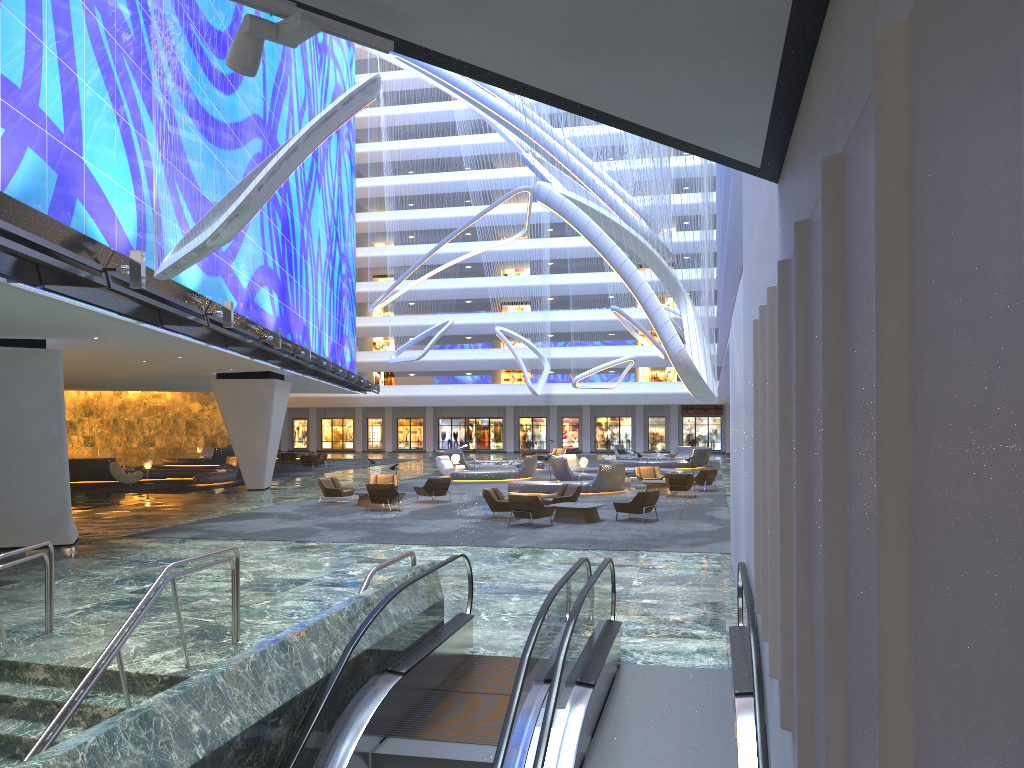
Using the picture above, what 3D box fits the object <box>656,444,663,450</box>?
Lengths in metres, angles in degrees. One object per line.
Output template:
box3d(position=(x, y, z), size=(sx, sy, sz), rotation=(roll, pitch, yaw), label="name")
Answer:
box3d(position=(8.844, 3.758, 53.073), size=(0.367, 0.387, 0.318), rotation=(0, -1, -5), label="object")

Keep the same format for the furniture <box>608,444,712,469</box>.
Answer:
box3d(position=(7.999, 3.842, 47.902), size=(5.185, 0.969, 9.933), rotation=(-1, -2, 9), label="furniture")

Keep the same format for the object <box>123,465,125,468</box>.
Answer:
box3d(position=(-17.179, 3.670, 39.235), size=(0.071, 0.118, 0.151), rotation=(0, -2, -42), label="object")

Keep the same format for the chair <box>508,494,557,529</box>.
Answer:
box3d(position=(0.429, 2.951, 20.764), size=(0.929, 0.766, 0.939), rotation=(-1, -2, 40), label="chair")

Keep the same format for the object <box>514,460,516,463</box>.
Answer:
box3d(position=(0.163, 3.723, 42.626), size=(0.071, 0.118, 0.151), rotation=(-1, -2, 23), label="object")

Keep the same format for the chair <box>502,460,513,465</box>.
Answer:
box3d(position=(-0.728, 3.954, 42.927), size=(1.784, 0.501, 0.586), rotation=(1, -2, -23), label="chair")

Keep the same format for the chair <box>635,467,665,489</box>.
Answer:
box3d(position=(4.894, 3.356, 31.651), size=(0.929, 0.766, 0.939), rotation=(0, -1, -4), label="chair")

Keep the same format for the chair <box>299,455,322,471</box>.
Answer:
box3d(position=(-10.046, 3.907, 44.031), size=(0.929, 0.766, 0.939), rotation=(-1, -1, 11), label="chair")

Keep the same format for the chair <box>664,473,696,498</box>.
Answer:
box3d(position=(5.365, 3.224, 28.333), size=(0.929, 0.766, 0.939), rotation=(-1, -2, 19), label="chair")

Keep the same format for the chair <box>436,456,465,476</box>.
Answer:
box3d(position=(-2.712, 3.628, 39.229), size=(1.157, 0.882, 0.729), rotation=(-1, -1, 32), label="chair")

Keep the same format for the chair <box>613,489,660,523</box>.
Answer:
box3d(position=(3.076, 2.978, 21.750), size=(0.939, 0.766, 0.929), rotation=(-1, -2, 37), label="chair")

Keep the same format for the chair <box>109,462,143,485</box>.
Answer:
box3d(position=(-15.316, 3.528, 35.195), size=(1.157, 0.882, 0.729), rotation=(1, -1, -33), label="chair")

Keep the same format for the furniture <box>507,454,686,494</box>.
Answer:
box3d(position=(2.934, 3.309, 33.630), size=(5.186, 0.969, 9.931), rotation=(-1, -3, 30), label="furniture")

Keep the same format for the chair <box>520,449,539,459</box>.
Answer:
box3d(position=(0.979, 4.146, 51.456), size=(0.929, 0.766, 0.939), rotation=(1, -2, -34), label="chair")

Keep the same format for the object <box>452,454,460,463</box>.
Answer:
box3d(position=(-2.432, 3.227, 38.365), size=(0.367, 0.387, 0.318), rotation=(0, -1, -5), label="object")

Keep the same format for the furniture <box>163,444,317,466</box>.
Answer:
box3d(position=(-16.253, 4.147, 52.887), size=(5.186, 0.969, 9.931), rotation=(-1, -3, 30), label="furniture")

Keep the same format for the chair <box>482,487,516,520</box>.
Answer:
box3d(position=(-0.220, 3.016, 22.354), size=(0.939, 0.766, 0.930), rotation=(-1, -1, 15), label="chair")

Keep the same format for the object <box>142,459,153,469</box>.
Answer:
box3d(position=(-14.413, 3.153, 35.086), size=(0.318, 0.387, 0.367), rotation=(-1, -1, 20), label="object")

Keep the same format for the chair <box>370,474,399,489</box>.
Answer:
box3d(position=(-4.015, 3.250, 27.895), size=(0.929, 0.766, 0.939), rotation=(0, -1, -4), label="chair")

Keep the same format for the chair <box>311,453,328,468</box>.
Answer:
box3d(position=(-10.113, 3.984, 45.994), size=(0.939, 0.766, 0.930), rotation=(1, -2, -39), label="chair")

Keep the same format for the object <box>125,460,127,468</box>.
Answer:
box3d(position=(-17.176, 3.557, 39.389), size=(0.076, 0.355, 0.066), rotation=(0, 0, 5), label="object")

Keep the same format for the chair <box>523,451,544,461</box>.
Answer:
box3d(position=(1.163, 4.036, 48.638), size=(0.939, 0.766, 0.930), rotation=(1, -2, -36), label="chair")

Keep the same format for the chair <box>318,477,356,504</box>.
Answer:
box3d(position=(-5.318, 3.212, 26.774), size=(0.939, 0.766, 0.930), rotation=(-1, -2, 21), label="chair")

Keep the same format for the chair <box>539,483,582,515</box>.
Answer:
box3d(position=(1.317, 3.057, 23.577), size=(0.939, 0.766, 0.930), rotation=(0, -2, -26), label="chair")

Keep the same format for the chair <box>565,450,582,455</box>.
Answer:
box3d(position=(3.419, 4.071, 49.798), size=(0.929, 0.766, 0.939), rotation=(0, -1, -9), label="chair")

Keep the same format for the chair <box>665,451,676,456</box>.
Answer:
box3d(position=(9.074, 4.006, 48.811), size=(0.929, 0.766, 0.939), rotation=(1, -2, -44), label="chair")

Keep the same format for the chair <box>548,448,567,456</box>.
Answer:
box3d(position=(2.689, 4.145, 51.622), size=(0.929, 0.766, 0.939), rotation=(-1, -2, 31), label="chair")

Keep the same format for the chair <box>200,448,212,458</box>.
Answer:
box3d(position=(-18.032, 4.213, 52.419), size=(0.729, 0.882, 1.157), rotation=(0, -2, -33), label="chair")

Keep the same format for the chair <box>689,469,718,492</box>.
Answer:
box3d(position=(6.541, 3.307, 30.581), size=(0.929, 0.766, 0.939), rotation=(1, -2, -44), label="chair")

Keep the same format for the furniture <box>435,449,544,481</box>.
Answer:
box3d(position=(-1.277, 3.591, 40.401), size=(5.185, 0.969, 9.933), rotation=(0, -2, 5), label="furniture")

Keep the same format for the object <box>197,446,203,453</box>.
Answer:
box3d(position=(-18.145, 3.811, 51.517), size=(0.367, 0.387, 0.318), rotation=(-1, -1, 20), label="object")

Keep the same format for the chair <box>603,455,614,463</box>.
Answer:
box3d(position=(5.269, 4.139, 48.370), size=(0.491, 0.501, 0.587), rotation=(1, -2, -43), label="chair")

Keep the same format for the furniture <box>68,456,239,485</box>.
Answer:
box3d(position=(-15.784, 3.524, 36.975), size=(9.928, 0.969, 5.188), rotation=(-2, -3, 30), label="furniture")

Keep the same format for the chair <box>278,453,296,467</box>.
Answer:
box3d(position=(-11.778, 4.008, 46.419), size=(0.929, 0.766, 0.939), rotation=(0, -1, -14), label="chair")

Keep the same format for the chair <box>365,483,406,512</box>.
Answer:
box3d(position=(-3.545, 3.118, 24.576), size=(0.929, 0.766, 0.939), rotation=(-1, -2, 19), label="chair")

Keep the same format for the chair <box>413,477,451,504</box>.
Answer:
box3d(position=(-2.368, 3.201, 26.824), size=(0.929, 0.766, 0.939), rotation=(1, -2, -44), label="chair")

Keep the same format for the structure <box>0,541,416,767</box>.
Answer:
box3d(position=(-7.562, 5.661, 0.895), size=(9.305, 8.396, 19.744), rotation=(-1, -2, 13), label="structure")
